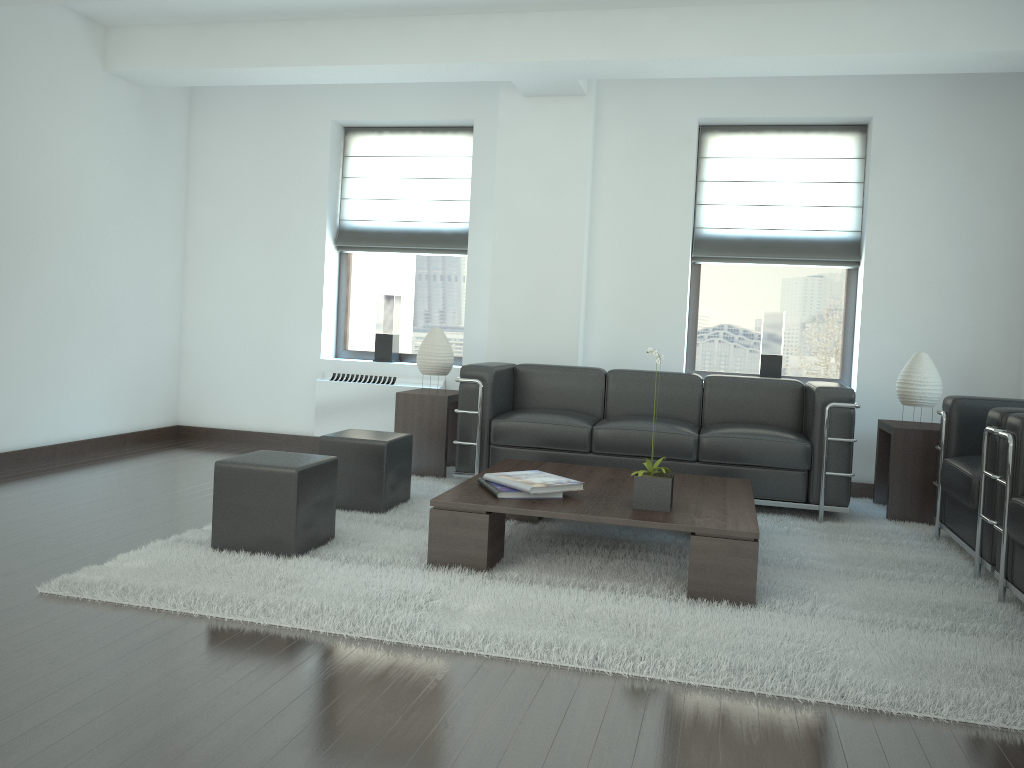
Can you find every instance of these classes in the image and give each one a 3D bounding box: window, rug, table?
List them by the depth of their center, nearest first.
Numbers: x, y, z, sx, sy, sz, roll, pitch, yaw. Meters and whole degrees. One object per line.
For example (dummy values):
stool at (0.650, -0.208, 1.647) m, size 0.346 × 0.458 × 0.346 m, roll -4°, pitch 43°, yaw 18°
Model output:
table at (0.656, 0.939, 6.106) m, size 1.937 × 0.441 × 1.923 m, roll 4°, pitch 4°, yaw 14°
rug at (1.091, 1.129, 6.439) m, size 6.254 × 0.110 × 5.174 m, roll 4°, pitch 4°, yaw 14°
table at (3.552, 0.784, 7.829) m, size 0.526 × 0.844 × 0.787 m, roll 3°, pitch 3°, yaw 14°
table at (-0.793, 0.499, 8.880) m, size 0.526 × 0.844 × 0.787 m, roll 3°, pitch 3°, yaw 14°
window at (2.785, -1.359, 9.448) m, size 1.701 × 2.729 × 0.146 m, roll 3°, pitch 2°, yaw 14°
window at (-1.200, -1.620, 10.412) m, size 1.701 × 2.729 × 0.146 m, roll 3°, pitch 2°, yaw 14°

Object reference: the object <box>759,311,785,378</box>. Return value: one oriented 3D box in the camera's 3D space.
object at (2.707, -0.370, 9.242) m, size 0.239 × 0.775 × 0.243 m, roll 3°, pitch 2°, yaw 14°

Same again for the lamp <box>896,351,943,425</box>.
lamp at (3.559, 0.042, 7.751) m, size 0.375 × 0.654 × 0.374 m, roll 5°, pitch 3°, yaw 43°

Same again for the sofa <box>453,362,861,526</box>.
sofa at (1.259, 0.477, 8.141) m, size 3.478 × 1.169 × 1.124 m, roll 4°, pitch 3°, yaw 14°

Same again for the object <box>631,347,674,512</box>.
object at (0.895, 0.270, 5.530) m, size 0.252 × 0.991 × 0.336 m, roll 3°, pitch 2°, yaw 14°

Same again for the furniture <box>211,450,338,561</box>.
furniture at (-1.525, 0.768, 5.753) m, size 0.588 × 0.578 × 0.603 m, roll 4°, pitch 3°, yaw 14°

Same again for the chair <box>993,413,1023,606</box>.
chair at (3.282, 0.806, 4.560) m, size 1.124 × 1.169 × 1.647 m, roll 4°, pitch 3°, yaw 14°

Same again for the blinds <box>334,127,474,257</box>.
blinds at (-1.198, -2.238, 10.236) m, size 1.687 × 1.475 × 0.222 m, roll 4°, pitch 2°, yaw 14°

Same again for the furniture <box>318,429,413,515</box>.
furniture at (-1.180, 0.695, 7.174) m, size 0.588 × 0.578 × 0.603 m, roll 4°, pitch 3°, yaw 14°

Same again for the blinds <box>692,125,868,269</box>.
blinds at (2.785, -1.976, 9.272) m, size 1.687 × 1.475 × 0.222 m, roll 4°, pitch 2°, yaw 14°

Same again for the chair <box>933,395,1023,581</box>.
chair at (3.687, 0.723, 6.195) m, size 1.124 × 1.169 × 1.647 m, roll 4°, pitch 3°, yaw 14°

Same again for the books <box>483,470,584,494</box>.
books at (0.141, 0.641, 5.824) m, size 0.446 × 0.045 × 0.519 m, roll 0°, pitch 4°, yaw -36°

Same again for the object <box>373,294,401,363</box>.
object at (-1.434, -0.642, 10.244) m, size 0.239 × 0.775 × 0.243 m, roll 3°, pitch 2°, yaw 14°

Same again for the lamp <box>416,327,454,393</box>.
lamp at (-0.762, -0.241, 8.796) m, size 0.374 × 0.654 × 0.375 m, roll 4°, pitch 2°, yaw 18°

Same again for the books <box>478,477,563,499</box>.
books at (0.049, 0.681, 5.842) m, size 0.446 × 0.045 × 0.519 m, roll 2°, pitch 4°, yaw -16°

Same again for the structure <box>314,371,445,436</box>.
structure at (-1.494, 0.266, 9.946) m, size 1.462 × 0.726 × 0.193 m, roll 4°, pitch 2°, yaw 14°
